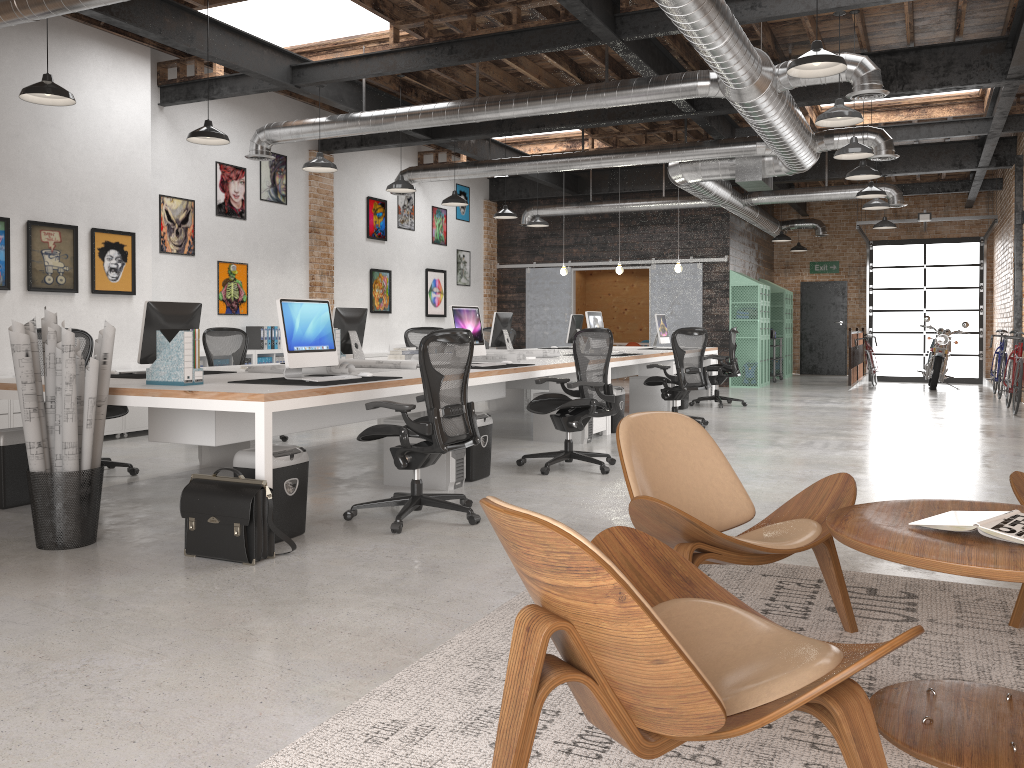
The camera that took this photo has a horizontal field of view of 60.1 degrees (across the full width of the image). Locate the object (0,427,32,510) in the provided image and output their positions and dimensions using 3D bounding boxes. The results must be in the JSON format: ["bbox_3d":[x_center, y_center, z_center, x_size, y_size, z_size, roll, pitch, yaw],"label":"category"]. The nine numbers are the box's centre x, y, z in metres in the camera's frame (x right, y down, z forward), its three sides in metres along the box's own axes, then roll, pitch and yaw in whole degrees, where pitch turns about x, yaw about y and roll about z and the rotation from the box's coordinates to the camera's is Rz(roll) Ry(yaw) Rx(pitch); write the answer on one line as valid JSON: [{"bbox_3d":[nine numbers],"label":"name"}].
[{"bbox_3d":[-3.062,0.507,5.444,0.250,0.465,0.338,1,2,25],"label":"object"}]

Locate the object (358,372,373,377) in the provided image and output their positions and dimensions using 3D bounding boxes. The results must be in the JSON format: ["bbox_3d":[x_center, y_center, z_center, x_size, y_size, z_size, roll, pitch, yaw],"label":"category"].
[{"bbox_3d":[-0.919,-0.059,5.552,0.106,0.028,0.059,2,4,26],"label":"object"}]

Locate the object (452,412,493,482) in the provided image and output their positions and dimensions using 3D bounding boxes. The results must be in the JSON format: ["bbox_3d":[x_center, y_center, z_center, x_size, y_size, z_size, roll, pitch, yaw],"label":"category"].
[{"bbox_3d":[-0.306,0.446,6.378,0.250,0.465,0.338,1,2,25],"label":"object"}]

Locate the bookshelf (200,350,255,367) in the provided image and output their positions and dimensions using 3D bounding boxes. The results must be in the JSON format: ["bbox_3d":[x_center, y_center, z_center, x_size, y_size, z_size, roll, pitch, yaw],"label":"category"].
[{"bbox_3d":[-3.665,0.024,10.268,0.400,0.799,1.546,1,3,25],"label":"bookshelf"}]

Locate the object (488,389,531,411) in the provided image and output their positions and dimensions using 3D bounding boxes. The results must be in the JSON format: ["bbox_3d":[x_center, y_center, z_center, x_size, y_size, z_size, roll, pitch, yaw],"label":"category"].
[{"bbox_3d":[-0.040,0.113,11.565,0.544,0.454,0.221,1,2,25],"label":"object"}]

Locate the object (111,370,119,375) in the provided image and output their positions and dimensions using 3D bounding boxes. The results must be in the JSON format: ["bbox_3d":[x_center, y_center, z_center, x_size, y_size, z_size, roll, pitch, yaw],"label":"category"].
[{"bbox_3d":[-2.617,-0.075,5.798,0.106,0.028,0.059,2,4,24],"label":"object"}]

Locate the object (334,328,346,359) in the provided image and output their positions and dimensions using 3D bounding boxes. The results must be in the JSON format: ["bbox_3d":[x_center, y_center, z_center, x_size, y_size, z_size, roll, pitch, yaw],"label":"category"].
[{"bbox_3d":[-1.525,-0.306,7.287,0.280,0.312,0.150,1,2,25],"label":"object"}]

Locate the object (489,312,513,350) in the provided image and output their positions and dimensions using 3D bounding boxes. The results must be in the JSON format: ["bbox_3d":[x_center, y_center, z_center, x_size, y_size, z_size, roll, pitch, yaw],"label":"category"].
[{"bbox_3d":[-0.105,-0.617,10.616,0.189,0.484,0.484,1,2,25],"label":"object"}]

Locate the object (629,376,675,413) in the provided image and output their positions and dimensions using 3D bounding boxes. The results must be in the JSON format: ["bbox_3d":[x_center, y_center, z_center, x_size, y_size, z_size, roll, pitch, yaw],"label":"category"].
[{"bbox_3d":[1.769,0.140,11.145,0.541,0.454,0.221,1,2,25],"label":"object"}]

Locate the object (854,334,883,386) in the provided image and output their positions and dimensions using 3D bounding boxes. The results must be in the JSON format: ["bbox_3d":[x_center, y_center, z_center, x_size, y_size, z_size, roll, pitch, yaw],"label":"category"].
[{"bbox_3d":[7.108,-0.480,17.570,0.410,1.032,1.736,1,3,32],"label":"object"}]

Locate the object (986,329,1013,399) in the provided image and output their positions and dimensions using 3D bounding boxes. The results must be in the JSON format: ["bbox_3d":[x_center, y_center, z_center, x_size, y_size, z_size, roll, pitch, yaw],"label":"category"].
[{"bbox_3d":[7.523,-0.321,13.682,0.401,1.038,1.740,0,3,20],"label":"object"}]

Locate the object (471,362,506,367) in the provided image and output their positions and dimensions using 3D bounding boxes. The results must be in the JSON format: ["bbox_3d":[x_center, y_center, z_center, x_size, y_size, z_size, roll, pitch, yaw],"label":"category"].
[{"bbox_3d":[-0.192,-0.156,7.122,0.118,0.017,0.439,2,4,25],"label":"object"}]

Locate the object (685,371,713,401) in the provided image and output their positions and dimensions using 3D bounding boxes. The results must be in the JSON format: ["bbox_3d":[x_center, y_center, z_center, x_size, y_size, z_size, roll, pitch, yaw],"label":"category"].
[{"bbox_3d":[2.678,0.013,13.085,0.541,0.454,0.221,1,2,25],"label":"object"}]

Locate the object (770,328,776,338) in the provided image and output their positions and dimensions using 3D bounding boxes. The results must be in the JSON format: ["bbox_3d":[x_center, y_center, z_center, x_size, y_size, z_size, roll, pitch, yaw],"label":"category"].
[{"bbox_3d":[5.060,-1.012,17.520,0.309,0.262,0.460,1,3,25],"label":"object"}]

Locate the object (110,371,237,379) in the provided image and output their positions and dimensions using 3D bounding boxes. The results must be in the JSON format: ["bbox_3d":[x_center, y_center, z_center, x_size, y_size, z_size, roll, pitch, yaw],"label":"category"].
[{"bbox_3d":[-2.405,-0.068,5.983,0.687,0.008,0.849,2,4,26],"label":"object"}]

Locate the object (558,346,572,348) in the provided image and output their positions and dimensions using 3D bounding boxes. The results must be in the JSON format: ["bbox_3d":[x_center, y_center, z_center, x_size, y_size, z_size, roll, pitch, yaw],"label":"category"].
[{"bbox_3d":[0.752,-0.539,12.971,0.118,0.017,0.439,2,4,25],"label":"object"}]

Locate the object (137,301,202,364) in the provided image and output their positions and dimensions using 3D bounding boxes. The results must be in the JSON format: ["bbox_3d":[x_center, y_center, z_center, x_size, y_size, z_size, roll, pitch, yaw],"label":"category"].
[{"bbox_3d":[-2.281,-0.313,5.971,0.189,0.484,0.484,1,2,25],"label":"object"}]

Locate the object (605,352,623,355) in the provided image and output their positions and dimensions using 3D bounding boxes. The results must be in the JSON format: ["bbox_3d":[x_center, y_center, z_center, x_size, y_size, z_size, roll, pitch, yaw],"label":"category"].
[{"bbox_3d":[1.121,-0.339,9.924,0.118,0.017,0.439,2,4,25],"label":"object"}]

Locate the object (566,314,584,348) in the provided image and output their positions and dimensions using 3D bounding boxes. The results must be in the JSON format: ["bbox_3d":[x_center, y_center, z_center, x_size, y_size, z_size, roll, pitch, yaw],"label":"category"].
[{"bbox_3d":[0.942,-0.764,12.850,0.189,0.484,0.484,1,2,25],"label":"object"}]

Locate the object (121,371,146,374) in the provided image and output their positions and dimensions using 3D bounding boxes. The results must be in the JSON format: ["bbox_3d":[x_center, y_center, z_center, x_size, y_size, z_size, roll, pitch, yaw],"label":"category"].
[{"bbox_3d":[-2.471,-0.088,6.092,0.118,0.017,0.439,2,4,25],"label":"object"}]

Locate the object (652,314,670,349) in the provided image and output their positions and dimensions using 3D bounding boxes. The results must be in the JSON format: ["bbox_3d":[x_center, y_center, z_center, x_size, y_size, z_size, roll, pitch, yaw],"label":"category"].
[{"bbox_3d":[2.105,-0.744,12.544,0.189,0.484,0.484,1,2,25],"label":"object"}]

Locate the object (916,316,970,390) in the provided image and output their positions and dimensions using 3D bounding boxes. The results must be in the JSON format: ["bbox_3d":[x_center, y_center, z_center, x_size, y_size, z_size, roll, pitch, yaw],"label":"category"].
[{"bbox_3d":[7.844,-0.571,16.233,0.813,1.358,2.180,0,3,13],"label":"object"}]

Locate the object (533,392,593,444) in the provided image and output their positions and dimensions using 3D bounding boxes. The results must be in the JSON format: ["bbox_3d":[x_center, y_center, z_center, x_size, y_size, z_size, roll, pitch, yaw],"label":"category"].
[{"bbox_3d":[0.492,0.319,8.419,0.541,0.454,0.221,1,2,25],"label":"object"}]

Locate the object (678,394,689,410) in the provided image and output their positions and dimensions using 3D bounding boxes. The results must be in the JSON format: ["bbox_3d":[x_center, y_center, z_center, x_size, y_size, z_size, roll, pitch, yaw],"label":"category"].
[{"bbox_3d":[2.208,0.095,11.743,0.250,0.465,0.338,1,2,25],"label":"object"}]

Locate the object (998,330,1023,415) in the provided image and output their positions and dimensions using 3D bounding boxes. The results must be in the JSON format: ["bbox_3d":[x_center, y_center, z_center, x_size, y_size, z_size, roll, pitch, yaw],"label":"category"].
[{"bbox_3d":[6.426,-0.168,11.343,0.401,1.038,1.740,0,3,20],"label":"object"}]

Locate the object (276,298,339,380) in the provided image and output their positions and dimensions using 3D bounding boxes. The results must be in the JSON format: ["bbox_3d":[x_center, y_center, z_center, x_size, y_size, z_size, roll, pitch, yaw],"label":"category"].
[{"bbox_3d":[-1.255,-0.274,5.372,0.189,0.484,0.484,1,2,25],"label":"object"}]

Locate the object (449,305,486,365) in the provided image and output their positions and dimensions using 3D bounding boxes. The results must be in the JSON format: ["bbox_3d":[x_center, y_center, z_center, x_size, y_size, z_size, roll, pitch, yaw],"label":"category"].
[{"bbox_3d":[-0.382,-0.396,7.236,0.189,0.484,0.484,1,2,25],"label":"object"}]

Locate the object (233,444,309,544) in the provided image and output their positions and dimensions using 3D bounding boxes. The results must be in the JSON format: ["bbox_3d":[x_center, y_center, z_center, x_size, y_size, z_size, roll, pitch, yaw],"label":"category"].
[{"bbox_3d":[-1.236,0.564,4.579,0.250,0.465,0.338,1,2,25],"label":"object"}]

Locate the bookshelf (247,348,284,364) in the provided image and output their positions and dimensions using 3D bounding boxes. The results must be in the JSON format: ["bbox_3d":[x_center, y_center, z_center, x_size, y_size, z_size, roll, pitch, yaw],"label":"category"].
[{"bbox_3d":[-3.009,-0.068,11.668,0.400,0.799,1.546,1,3,25],"label":"bookshelf"}]

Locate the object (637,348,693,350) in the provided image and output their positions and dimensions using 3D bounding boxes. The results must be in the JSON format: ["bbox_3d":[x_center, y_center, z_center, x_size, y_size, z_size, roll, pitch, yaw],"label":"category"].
[{"bbox_3d":[2.211,-0.496,12.510,0.687,0.008,0.849,2,4,24],"label":"object"}]

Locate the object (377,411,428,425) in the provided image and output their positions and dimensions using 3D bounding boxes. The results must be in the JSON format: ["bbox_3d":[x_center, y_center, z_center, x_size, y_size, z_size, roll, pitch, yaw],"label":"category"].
[{"bbox_3d":[-1.128,0.265,9.243,0.544,0.454,0.221,1,2,25],"label":"object"}]

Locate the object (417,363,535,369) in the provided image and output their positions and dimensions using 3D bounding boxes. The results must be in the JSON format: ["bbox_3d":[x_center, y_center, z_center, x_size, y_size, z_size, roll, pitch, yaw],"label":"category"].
[{"bbox_3d":[-0.283,-0.147,7.186,0.687,0.008,0.849,2,4,25],"label":"object"}]

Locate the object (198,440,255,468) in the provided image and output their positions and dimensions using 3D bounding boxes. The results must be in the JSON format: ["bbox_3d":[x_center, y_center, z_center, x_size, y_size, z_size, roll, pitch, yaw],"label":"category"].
[{"bbox_3d":[-2.193,0.414,6.968,0.544,0.454,0.221,1,2,25],"label":"object"}]

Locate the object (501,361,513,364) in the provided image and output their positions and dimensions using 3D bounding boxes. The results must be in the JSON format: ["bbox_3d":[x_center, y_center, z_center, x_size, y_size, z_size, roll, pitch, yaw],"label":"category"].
[{"bbox_3d":[-0.046,-0.181,7.415,0.106,0.028,0.059,2,4,24],"label":"object"}]

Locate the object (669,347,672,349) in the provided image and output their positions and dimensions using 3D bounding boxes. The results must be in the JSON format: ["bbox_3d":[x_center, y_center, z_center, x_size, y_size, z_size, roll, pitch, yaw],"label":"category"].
[{"bbox_3d":[2.295,-0.503,12.430,0.118,0.017,0.439,2,4,25],"label":"object"}]

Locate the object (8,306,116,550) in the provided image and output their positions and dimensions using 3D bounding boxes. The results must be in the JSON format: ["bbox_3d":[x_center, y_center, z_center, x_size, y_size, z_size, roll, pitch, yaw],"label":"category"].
[{"bbox_3d":[-2.247,0.208,4.476,0.412,1.209,0.441,0,1,3],"label":"object"}]

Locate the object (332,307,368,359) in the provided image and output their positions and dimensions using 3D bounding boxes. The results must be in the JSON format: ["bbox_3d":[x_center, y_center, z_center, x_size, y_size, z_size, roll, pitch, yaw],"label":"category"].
[{"bbox_3d":[-1.423,-0.433,7.801,0.189,0.484,0.484,1,2,25],"label":"object"}]

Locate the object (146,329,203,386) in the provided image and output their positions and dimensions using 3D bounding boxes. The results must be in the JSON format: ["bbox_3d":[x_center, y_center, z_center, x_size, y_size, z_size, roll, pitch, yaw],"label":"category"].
[{"bbox_3d":[-1.883,-0.152,4.943,0.280,0.312,0.150,1,2,25],"label":"object"}]

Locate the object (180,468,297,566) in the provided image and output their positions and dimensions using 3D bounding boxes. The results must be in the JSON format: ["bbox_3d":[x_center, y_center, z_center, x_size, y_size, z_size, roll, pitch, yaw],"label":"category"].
[{"bbox_3d":[-1.328,0.610,4.222,0.548,0.429,0.268,1,2,23],"label":"object"}]

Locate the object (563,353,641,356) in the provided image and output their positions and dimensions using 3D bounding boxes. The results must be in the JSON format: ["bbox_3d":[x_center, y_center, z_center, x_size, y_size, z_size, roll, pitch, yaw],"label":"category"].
[{"bbox_3d":[1.038,-0.332,10.005,0.687,0.008,0.849,2,4,25],"label":"object"}]

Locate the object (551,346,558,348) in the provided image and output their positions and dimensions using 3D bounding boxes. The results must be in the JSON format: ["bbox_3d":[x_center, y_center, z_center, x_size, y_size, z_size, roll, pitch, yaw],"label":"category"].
[{"bbox_3d":[0.606,-0.526,12.677,0.106,0.028,0.059,2,4,26],"label":"object"}]

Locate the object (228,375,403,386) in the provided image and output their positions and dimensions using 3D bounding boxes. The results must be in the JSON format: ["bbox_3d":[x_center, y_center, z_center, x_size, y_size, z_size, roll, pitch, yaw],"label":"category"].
[{"bbox_3d":[-1.159,-0.024,5.315,0.687,0.008,0.849,2,4,25],"label":"object"}]

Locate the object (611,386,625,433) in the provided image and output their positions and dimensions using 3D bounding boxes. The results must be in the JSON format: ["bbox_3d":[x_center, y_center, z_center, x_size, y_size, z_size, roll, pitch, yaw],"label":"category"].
[{"bbox_3d":[1.024,0.260,9.216,0.250,0.465,0.338,1,2,25],"label":"object"}]

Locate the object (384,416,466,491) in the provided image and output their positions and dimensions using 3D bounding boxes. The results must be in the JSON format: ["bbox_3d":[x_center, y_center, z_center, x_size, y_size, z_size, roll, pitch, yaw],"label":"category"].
[{"bbox_3d":[-0.596,0.471,6.097,0.541,0.454,0.221,1,2,25],"label":"object"}]

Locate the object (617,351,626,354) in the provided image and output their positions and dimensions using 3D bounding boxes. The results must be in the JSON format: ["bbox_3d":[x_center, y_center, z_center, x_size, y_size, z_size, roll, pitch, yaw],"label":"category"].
[{"bbox_3d":[1.267,-0.365,10.218,0.106,0.028,0.059,2,4,24],"label":"object"}]

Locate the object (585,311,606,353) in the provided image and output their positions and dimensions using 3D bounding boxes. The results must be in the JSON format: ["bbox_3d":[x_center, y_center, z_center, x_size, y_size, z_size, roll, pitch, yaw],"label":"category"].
[{"bbox_3d":[0.931,-0.580,10.038,0.189,0.484,0.484,1,2,25],"label":"object"}]

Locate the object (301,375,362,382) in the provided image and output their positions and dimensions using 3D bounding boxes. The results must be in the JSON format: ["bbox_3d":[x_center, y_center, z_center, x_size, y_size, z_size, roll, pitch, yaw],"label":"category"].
[{"bbox_3d":[-1.065,-0.034,5.258,0.118,0.017,0.439,2,4,25],"label":"object"}]
